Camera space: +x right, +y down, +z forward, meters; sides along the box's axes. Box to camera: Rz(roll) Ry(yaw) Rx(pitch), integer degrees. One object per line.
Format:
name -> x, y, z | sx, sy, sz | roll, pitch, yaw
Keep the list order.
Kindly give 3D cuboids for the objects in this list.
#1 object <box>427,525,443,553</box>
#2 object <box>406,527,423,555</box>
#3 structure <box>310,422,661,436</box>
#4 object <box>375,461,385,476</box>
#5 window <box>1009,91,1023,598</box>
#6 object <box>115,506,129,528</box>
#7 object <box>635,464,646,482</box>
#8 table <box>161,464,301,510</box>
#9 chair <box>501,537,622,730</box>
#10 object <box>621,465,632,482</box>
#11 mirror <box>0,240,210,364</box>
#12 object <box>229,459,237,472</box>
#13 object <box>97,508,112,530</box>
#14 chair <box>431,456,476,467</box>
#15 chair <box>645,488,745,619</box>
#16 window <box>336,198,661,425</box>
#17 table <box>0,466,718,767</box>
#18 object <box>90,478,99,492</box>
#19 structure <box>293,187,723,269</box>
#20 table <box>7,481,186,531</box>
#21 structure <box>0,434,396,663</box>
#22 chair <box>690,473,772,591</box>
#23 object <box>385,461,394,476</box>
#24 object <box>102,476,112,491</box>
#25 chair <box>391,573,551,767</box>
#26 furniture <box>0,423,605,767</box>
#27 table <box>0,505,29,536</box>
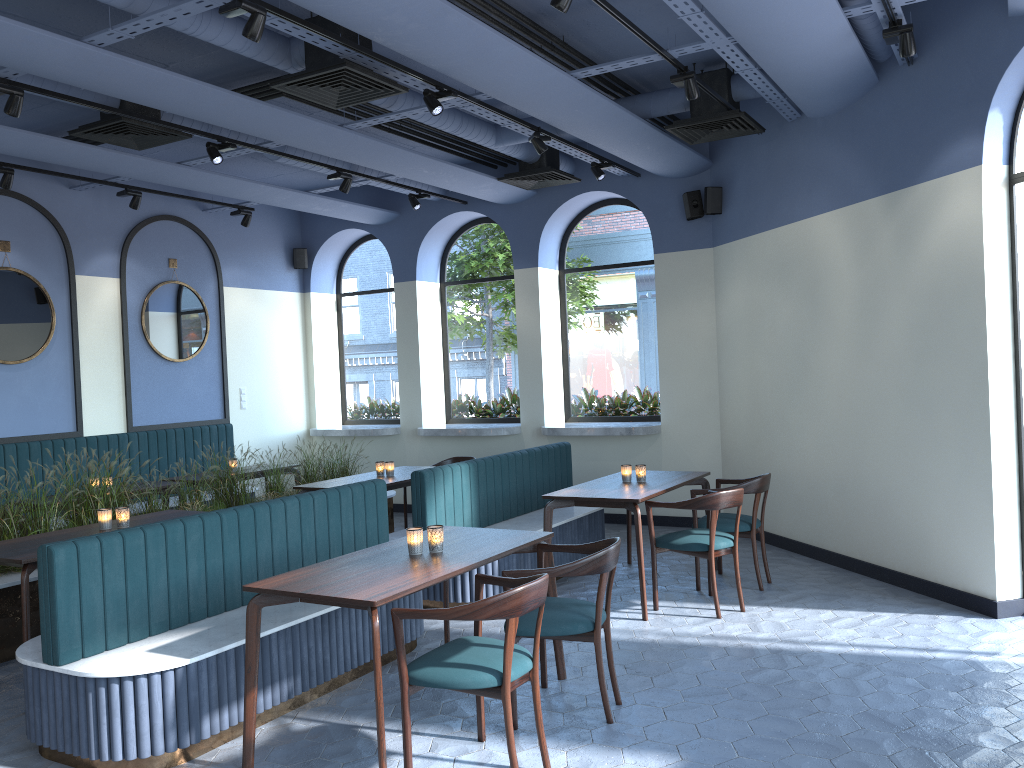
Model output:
object -> -0.358, 0.727, 4.162 | 0.078, 0.120, 0.078 | -2, 1, 13
object -> -0.451, 0.732, 4.132 | 0.078, 0.120, 0.078 | -2, 1, 13
structure -> 0.661, 0.530, 4.686 | 4.315, 0.080, 14.155 | -3, 1, -9
object -> -1.114, 0.717, 7.500 | 0.078, 0.120, 0.078 | -3, 1, -43
window -> 3.164, -0.287, 4.658 | 0.020, 3.335, 1.298 | -3, 1, -15
object -> -2.328, 0.799, 5.305 | 0.078, 0.120, 0.078 | -2, 1, 13
object -> 0.926, 0.642, 6.370 | 0.078, 0.120, 0.078 | -3, 1, -43
table -> -2.626, 1.208, 8.449 | 0.548, 0.755, 1.332 | -2, 1, 30
chair -> 0.256, 1.121, 4.120 | 0.525, 0.793, 0.618 | -2, 1, 16
object -> 0.828, 0.646, 6.409 | 0.078, 0.120, 0.078 | -3, 1, -43
mirror -> -4.414, -0.717, 7.824 | 0.026, 1.089, 4.357 | -2, 1, 30
object -> -2.633, 0.772, 8.376 | 0.078, 0.120, 0.078 | -2, 1, 13
object -> -2.421, 0.803, 5.275 | 0.078, 0.120, 0.078 | -2, 1, 13
chair -> -0.565, 1.102, 8.328 | 0.618, 0.793, 0.525 | -2, 1, 29
chair -> 1.242, 1.057, 5.731 | 0.618, 0.793, 0.525 | -3, 1, -36
window -> 0.822, -0.705, 4.723 | 3.897, 2.394, 14.212 | -3, 1, -9
table -> -1.344, 1.219, 3.333 | 3.997, 0.755, 9.778 | -2, 1, 14
object -> -3.403, 0.821, 7.225 | 0.078, 0.120, 0.078 | -2, 1, 13
structure -> -2.706, -1.447, 4.274 | 7.261, 0.268, 13.143 | -2, 1, 13
table -> -3.327, 1.255, 7.238 | 0.548, 0.755, 1.332 | -2, 1, 30
structure -> -2.614, 1.002, 6.847 | 1.143, 1.207, 4.878 | -2, 1, 31
chair -> 1.586, 1.034, 6.325 | 0.525, 0.793, 0.618 | -2, 1, 29
object -> -1.027, 0.714, 7.455 | 0.078, 0.120, 0.078 | -3, 1, -43
object -> -3.310, 0.816, 7.255 | 0.078, 0.120, 0.078 | -2, 1, 13
chair -> -0.108, 1.145, 3.494 | 0.525, 0.793, 0.618 | -2, 1, 29
furniture -> -2.318, 1.020, 6.676 | 4.703, 1.150, 4.800 | -2, 1, 30
table -> -4.017, 1.300, 6.045 | 0.548, 0.755, 1.285 | -2, 1, 30
